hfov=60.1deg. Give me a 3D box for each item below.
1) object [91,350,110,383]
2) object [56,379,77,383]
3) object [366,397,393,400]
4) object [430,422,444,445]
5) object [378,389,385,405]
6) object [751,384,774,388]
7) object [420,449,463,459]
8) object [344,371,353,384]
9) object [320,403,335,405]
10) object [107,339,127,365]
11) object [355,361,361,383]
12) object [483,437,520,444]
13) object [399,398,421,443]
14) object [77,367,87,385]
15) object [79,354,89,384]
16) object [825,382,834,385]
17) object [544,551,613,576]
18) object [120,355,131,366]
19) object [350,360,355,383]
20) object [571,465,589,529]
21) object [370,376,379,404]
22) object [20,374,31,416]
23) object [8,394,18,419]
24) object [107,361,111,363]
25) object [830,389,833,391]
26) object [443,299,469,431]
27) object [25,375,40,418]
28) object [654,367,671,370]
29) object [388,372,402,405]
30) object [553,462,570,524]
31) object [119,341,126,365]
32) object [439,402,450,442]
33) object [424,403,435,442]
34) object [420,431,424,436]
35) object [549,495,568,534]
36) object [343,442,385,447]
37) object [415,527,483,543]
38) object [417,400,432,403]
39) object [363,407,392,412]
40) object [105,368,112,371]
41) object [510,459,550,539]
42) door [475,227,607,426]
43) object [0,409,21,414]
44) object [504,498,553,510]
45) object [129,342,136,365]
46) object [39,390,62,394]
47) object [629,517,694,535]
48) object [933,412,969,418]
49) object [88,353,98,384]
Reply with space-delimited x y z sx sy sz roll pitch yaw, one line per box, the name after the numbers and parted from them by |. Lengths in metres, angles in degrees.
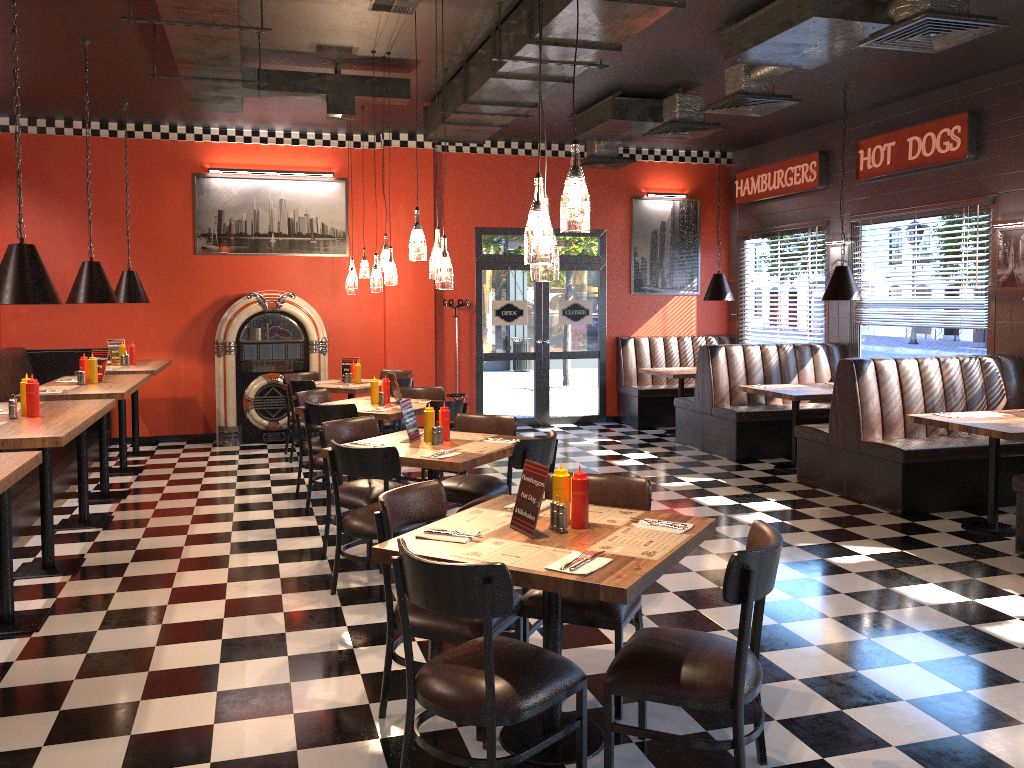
-3.293 -0.141 7.041 0.188 0.256 0.072 2 3 25 | object
-3.532 -0.029 7.140 0.255 0.019 0.158 -2 6 -19 | object
-1.180 0.125 7.809 0.157 0.019 0.255 3 6 28 | object
-0.451 0.295 5.353 0.047 0.136 0.094 2 4 34 | object
-1.088 0.106 7.384 0.047 0.136 0.094 -2 4 -26 | object
2.489 0.020 8.763 0.157 0.019 0.256 -1 5 -11 | object
-0.384 0.388 4.976 0.157 0.019 0.255 3 6 31 | object
-1.718 -0.074 9.322 0.094 0.136 0.047 -1 3 -16 | object
-1.497 0.172 7.323 0.255 0.019 0.158 2 6 22 | object
-4.050 -0.332 9.103 0.072 0.256 0.188 2 4 34 | object
-1.623 -0.127 9.332 0.068 0.237 0.068 -1 3 -19 | object
-0.078 0.343 5.441 0.255 0.019 0.158 3 6 28 | object
-0.630 0.223 5.471 0.072 0.256 0.189 1 4 14 | object
-3.332 -0.061 6.855 0.094 0.136 0.047 3 4 39 | object
-3.363 -0.124 6.968 0.068 0.237 0.068 -1 3 -22 | object
3.313 -0.005 8.998 0.157 0.019 0.256 -2 6 -17 | object
0.230 0.580 2.913 0.157 0.019 0.255 3 6 32 | object
-3.903 -0.255 8.940 0.094 0.136 0.047 -3 4 -36 | object
-1.683 -0.134 9.403 0.068 0.237 0.068 -1 3 -19 | object
0.258 0.427 3.367 0.068 0.237 0.068 1 3 27 | object
-1.156 0.048 7.453 0.068 0.237 0.068 -1 3 -11 | object
-2.732 0.060 4.993 0.068 0.237 0.068 -1 3 -7 | object
-2.750 0.122 4.880 0.047 0.136 0.094 -2 4 -26 | object
-4.143 -0.235 9.349 0.255 0.019 0.158 -2 6 -19 | object
3.103 0.059 8.325 0.157 0.019 0.256 -2 6 -20 | object
-0.691 -0.227 11.026 0.374 1.655 0.375 0 3 6 | object
-2.666 0.066 4.927 0.068 0.237 0.068 0 3 4 | object
1.890 -0.196 11.084 0.157 0.019 0.256 -2 6 -16 | object
-0.983 0.035 7.478 0.072 0.256 0.188 -2 4 -26 | object
0.191 0.421 3.433 0.068 0.237 0.068 0 3 -2 | object
-3.972 -0.316 9.038 0.068 0.237 0.068 -1 3 -23 | object
-0.417 0.232 5.461 0.068 0.237 0.068 -1 3 -11 | object
-0.507 0.235 5.437 0.068 0.237 0.068 -1 3 -11 | object
-0.536 0.317 5.739 0.157 0.019 0.256 2 6 21 | object
0.174 0.484 3.320 0.047 0.136 0.094 -2 4 -26 | object
-0.865 0.361 5.287 0.255 0.019 0.158 3 6 30 | object
-0.213 0.550 3.253 0.255 0.019 0.158 2 6 23 | object
-0.699 0.149 7.531 0.255 0.019 0.158 3 6 32 | object
-1.050 0.197 7.032 0.157 0.019 0.255 3 6 30 | object
-3.841 -0.139 8.315 0.255 0.019 0.158 -2 6 -19 | object
0.065 0.424 3.301 0.072 0.256 0.188 -2 4 -26 | object
0.398 -0.739 11.561 1.800 2.566 0.128 -1 3 -16 | door
-2.952 0.158 5.128 0.255 0.019 0.158 -2 6 -19 | object
0.071 0.505 3.720 0.157 0.019 0.255 3 6 29 | object
-3.880 -0.318 9.055 0.068 0.237 0.068 -1 3 -23 | object
-3.272 0.053 6.258 0.255 0.019 0.158 -2 6 -19 | object
0.555 0.534 3.385 0.255 0.019 0.158 3 6 33 | object
3.246 0.228 6.524 0.157 0.019 0.256 -2 6 -15 | object
-3.278 -0.120 6.929 0.068 0.237 0.068 -2 3 -27 | object
